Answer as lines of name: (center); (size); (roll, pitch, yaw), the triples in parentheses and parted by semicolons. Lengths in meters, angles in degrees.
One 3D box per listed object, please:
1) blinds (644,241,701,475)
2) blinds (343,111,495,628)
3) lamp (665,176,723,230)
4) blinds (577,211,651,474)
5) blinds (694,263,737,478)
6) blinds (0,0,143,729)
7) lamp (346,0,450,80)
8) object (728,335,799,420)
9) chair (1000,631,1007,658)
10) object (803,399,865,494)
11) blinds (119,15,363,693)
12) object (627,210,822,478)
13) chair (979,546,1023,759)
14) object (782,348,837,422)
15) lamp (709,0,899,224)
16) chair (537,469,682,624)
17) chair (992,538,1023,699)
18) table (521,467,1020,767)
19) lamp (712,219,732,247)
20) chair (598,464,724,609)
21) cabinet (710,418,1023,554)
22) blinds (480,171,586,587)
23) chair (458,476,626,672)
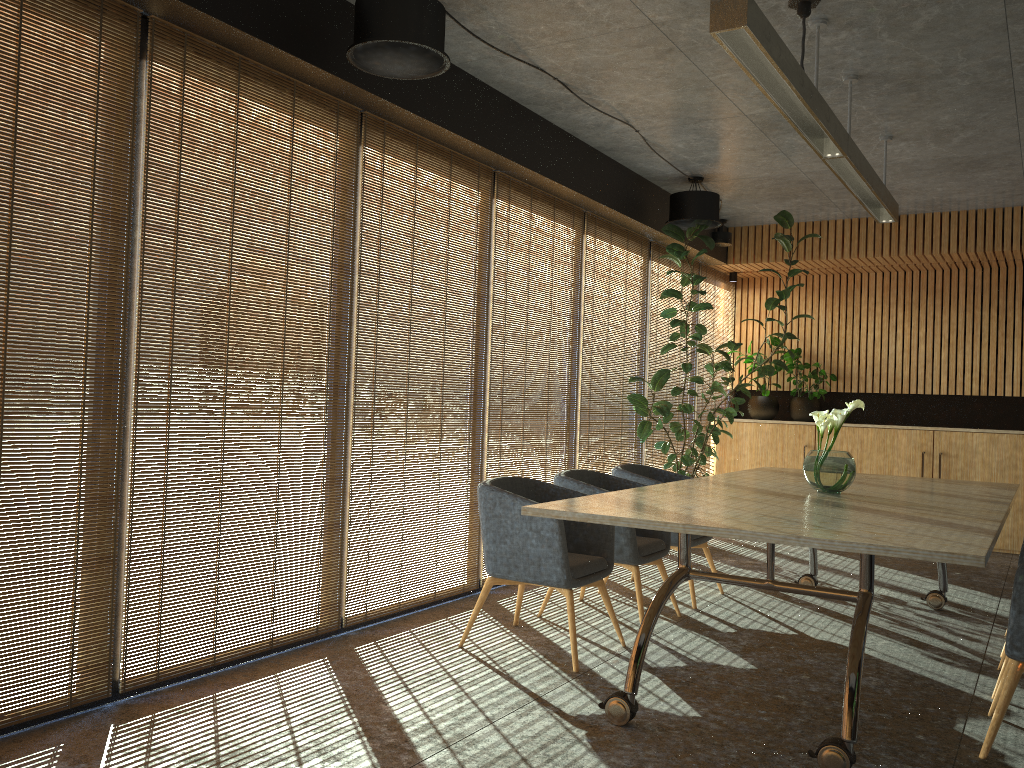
blinds: (1.736, 0.082, 9.586); (0.039, 3.038, 1.422); (1, -1, 31)
blinds: (-1.557, -0.135, 3.403); (1.388, 3.075, 6.486); (2, -1, 13)
lamp: (1.674, -1.672, 8.137); (0.513, 0.497, 0.513); (2, -1, 2)
blinds: (0.961, 0.030, 8.310); (0.039, 3.038, 1.422); (1, -1, 31)
blinds: (2.498, 0.132, 10.840); (0.039, 3.038, 1.422); (1, -1, 31)
blinds: (-2.075, -0.173, 3.311); (0.039, 3.038, 1.422); (1, -1, 31)
lamp: (-0.558, -1.822, 4.427); (0.513, 0.497, 0.513); (2, -1, 20)
object: (3.044, -0.088, 10.882); (0.640, 1.054, 0.666); (2, -1, -17)
chair: (3.350, 1.142, 5.249); (0.761, 0.944, 0.706); (1, -1, 31)
object: (1.856, 0.358, 5.160); (0.295, 0.546, 0.322); (1, -1, 41)
blinds: (-1.314, -0.122, 4.565); (0.039, 3.038, 1.422); (1, -1, 31)
object: (1.839, -0.006, 8.899); (1.875, 3.266, 1.958); (2, -1, -20)
chair: (2.416, 1.079, 3.712); (0.761, 0.944, 0.706); (1, -1, 31)
object: (3.472, 0.009, 10.601); (0.679, 0.880, 0.512); (1, -1, 35)
lamp: (1.900, -1.633, 5.204); (0.151, 0.618, 4.009); (1, -1, 31)
chair: (0.662, 1.057, 5.832); (0.761, 0.944, 0.706); (1, -1, 31)
chair: (2.883, 1.111, 4.480); (0.761, 0.944, 0.706); (1, -1, 31)
table: (1.821, 1.092, 5.126); (1.816, 0.927, 3.932); (1, -1, 31)
lamp: (4.005, -1.662, 8.894); (4.179, 0.294, 0.257); (1, -1, 31)
chair: (1.128, 1.088, 6.600); (0.761, 0.944, 0.706); (1, -1, 31)
cabinet: (4.734, 1.117, 9.907); (4.954, 1.272, 1.006); (1, -1, 31)
blinds: (0.199, -0.021, 7.056); (0.039, 3.038, 1.422); (1, -1, 31)
chair: (0.195, 1.026, 5.064); (0.761, 0.944, 0.706); (1, -1, 31)
